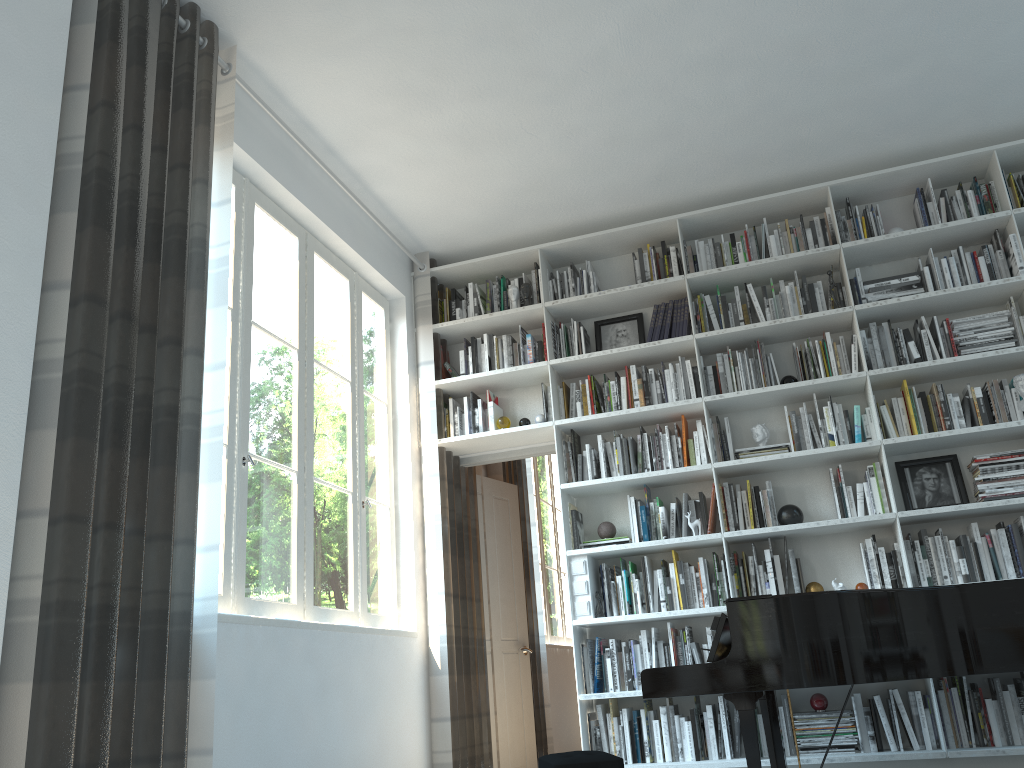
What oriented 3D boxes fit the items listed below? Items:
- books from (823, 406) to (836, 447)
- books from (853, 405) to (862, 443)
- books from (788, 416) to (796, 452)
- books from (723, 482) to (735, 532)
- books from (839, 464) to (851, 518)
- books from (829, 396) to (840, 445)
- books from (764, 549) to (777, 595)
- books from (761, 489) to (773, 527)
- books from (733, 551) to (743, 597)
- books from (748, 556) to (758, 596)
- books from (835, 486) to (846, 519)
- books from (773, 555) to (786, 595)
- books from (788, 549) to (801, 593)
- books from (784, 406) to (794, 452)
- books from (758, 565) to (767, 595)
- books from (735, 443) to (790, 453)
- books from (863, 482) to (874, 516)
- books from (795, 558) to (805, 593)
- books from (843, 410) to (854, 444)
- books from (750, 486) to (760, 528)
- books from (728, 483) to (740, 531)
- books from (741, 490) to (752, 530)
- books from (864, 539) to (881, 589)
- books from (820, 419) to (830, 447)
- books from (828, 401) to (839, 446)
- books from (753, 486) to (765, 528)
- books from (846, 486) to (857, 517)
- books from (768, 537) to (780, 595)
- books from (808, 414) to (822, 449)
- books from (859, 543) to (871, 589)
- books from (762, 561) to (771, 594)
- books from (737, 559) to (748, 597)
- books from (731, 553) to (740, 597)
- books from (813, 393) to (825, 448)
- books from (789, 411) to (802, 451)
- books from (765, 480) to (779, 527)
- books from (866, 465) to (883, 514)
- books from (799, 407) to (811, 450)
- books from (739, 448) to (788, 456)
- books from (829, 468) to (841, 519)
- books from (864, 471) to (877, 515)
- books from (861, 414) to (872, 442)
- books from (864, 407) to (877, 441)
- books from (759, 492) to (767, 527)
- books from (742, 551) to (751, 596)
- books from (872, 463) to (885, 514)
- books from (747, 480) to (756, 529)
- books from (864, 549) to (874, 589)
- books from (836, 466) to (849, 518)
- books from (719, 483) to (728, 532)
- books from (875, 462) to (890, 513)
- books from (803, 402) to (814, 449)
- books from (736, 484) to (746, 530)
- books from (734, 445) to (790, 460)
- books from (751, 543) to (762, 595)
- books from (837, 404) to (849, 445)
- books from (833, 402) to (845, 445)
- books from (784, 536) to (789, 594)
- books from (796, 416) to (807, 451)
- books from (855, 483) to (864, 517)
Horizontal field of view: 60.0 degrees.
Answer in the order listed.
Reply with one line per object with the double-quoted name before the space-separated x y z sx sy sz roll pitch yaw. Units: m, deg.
"books" 1.695 0.260 4.732 0.028 0.246 0.170 -10 -19 16
"books" 1.825 0.245 4.688 0.060 0.226 0.179 -10 -19 16
"books" 1.519 0.302 4.794 0.010 0.231 0.155 -10 -19 16
"books" 1.179 0.685 4.786 0.025 0.283 0.146 -10 -19 16
"books" 1.738 0.582 4.630 0.012 0.297 0.166 -10 -19 16
"books" 1.722 0.229 4.730 0.011 0.299 0.179 -10 -19 16
"books" 1.352 1.008 4.616 0.027 0.268 0.185 -10 -19 16
"books" 1.361 0.683 4.716 0.028 0.215 0.175 -10 -19 16
"books" 1.199 1.030 4.670 0.013 0.282 0.147 -10 -19 16
"books" 1.265 1.035 4.642 0.042 0.247 0.163 -10 -19 16
"books" 1.711 0.638 4.613 0.025 0.185 0.154 -10 -19 16
"books" 1.397 1.020 4.616 0.029 0.240 0.136 -10 -19 16
"books" 1.464 0.992 4.582 0.027 0.260 0.164 -10 -19 16
"books" 1.503 0.275 4.794 0.012 0.284 0.160 -10 -19 16
"books" 1.313 1.052 4.624 0.024 0.195 0.157 -10 -19 16
"books" 1.361 0.362 4.823 0.285 0.012 0.160 -8 -20 12
"books" 1.839 0.616 4.580 0.024 0.187 0.173 -10 -20 16
"books" 1.494 1.016 4.581 0.023 0.211 0.160 -10 -19 16
"books" 1.792 0.263 4.719 0.026 0.218 0.150 -10 -19 16
"books" 1.306 0.682 4.744 0.014 0.243 0.153 -10 -19 16
"books" 1.205 0.686 4.782 0.026 0.274 0.155 -10 -19 16
"books" 1.263 0.697 4.754 0.025 0.227 0.153 -10 -19 16
"books" 1.822 0.927 4.483 0.027 0.268 0.159 -10 -19 16
"books" 1.678 0.297 4.747 0.025 0.188 0.140 -10 -19 16
"books" 1.710 0.245 4.720 0.012 0.264 0.193 -10 -19 16
"books" 1.331 0.682 4.753 0.028 0.247 0.143 -10 -19 16
"books" 1.764 0.635 4.612 0.030 0.182 0.155 -10 -19 16
"books" 1.377 0.979 4.645 0.013 0.337 0.138 -10 -19 16
"books" 1.630 0.286 4.760 0.048 0.224 0.150 -10 -19 16
"books" 1.793 0.943 4.499 0.012 0.253 0.161 -10 -19 16
"books" 1.332 1.038 4.617 0.021 0.214 0.172 -10 -19 16
"books" 1.220 1.047 4.654 0.030 0.238 0.157 -10 -19 16
"books" 1.190 1.039 4.681 0.013 0.274 0.147 -10 -19 16
"books" 1.651 0.229 4.761 0.010 0.328 0.174 -10 -19 16
"books" 1.532 0.286 4.774 0.030 0.246 0.175 -10 -19 16
"books" 1.391 0.659 4.730 0.028 0.265 0.145 -10 -19 16
"books" 1.871 0.570 4.579 0.027 0.268 0.179 -10 -19 16
"books" 1.583 0.272 4.776 0.022 0.266 0.151 -10 -19 16
"books" 1.364 0.386 4.817 0.254 0.012 0.161 -9 -20 13
"books" 1.691 0.595 4.637 0.012 0.284 0.160 -10 -19 16
"books" 1.851 0.583 4.574 0.012 0.243 0.171 -10 -19 16
"books" 1.874 0.265 4.684 0.027 0.180 0.142 -10 -19 16
"books" 1.899 0.244 4.685 0.026 0.216 0.127 -10 -19 16
"books" 1.345 0.691 4.724 0.011 0.207 0.180 -10 -19 16
"books" 1.237 1.025 4.646 0.012 0.271 0.182 -10 -19 16
"books" 1.886 0.560 4.566 0.011 0.278 0.188 -10 -19 16
"books" 1.280 0.665 4.736 0.026 0.273 0.190 -10 -19 16
"books" 1.810 0.957 4.498 0.015 0.224 0.148 -10 -19 16
"books" 1.728 0.588 4.635 0.011 0.290 0.156 -10 -19 16
"books" 1.153 0.692 4.803 0.012 0.284 0.160 -10 -19 16
"books" 1.902 0.557 4.565 0.021 0.280 0.162 -10 -19 16
"books" 1.595 0.257 4.764 0.012 0.285 0.168 -10 -19 16
"books" 1.232 0.685 4.765 0.036 0.262 0.167 -10 -19 16
"books" 1.364 0.375 4.823 0.285 0.012 0.160 -11 -20 18
"books" 1.289 0.999 4.644 0.014 0.312 0.166 -10 -19 16
"books" 1.768 0.249 4.732 0.022 0.255 0.152 -10 -19 16
"books" 1.740 0.245 4.720 0.023 0.259 0.171 -10 -19 16
"books" 1.426 0.967 4.605 0.050 0.327 0.167 -10 -19 16
"books" 1.567 0.300 4.790 0.024 0.226 0.138 -10 -19 16
"books" 1.800 0.621 4.587 0.057 0.188 0.156 -10 -19 16
